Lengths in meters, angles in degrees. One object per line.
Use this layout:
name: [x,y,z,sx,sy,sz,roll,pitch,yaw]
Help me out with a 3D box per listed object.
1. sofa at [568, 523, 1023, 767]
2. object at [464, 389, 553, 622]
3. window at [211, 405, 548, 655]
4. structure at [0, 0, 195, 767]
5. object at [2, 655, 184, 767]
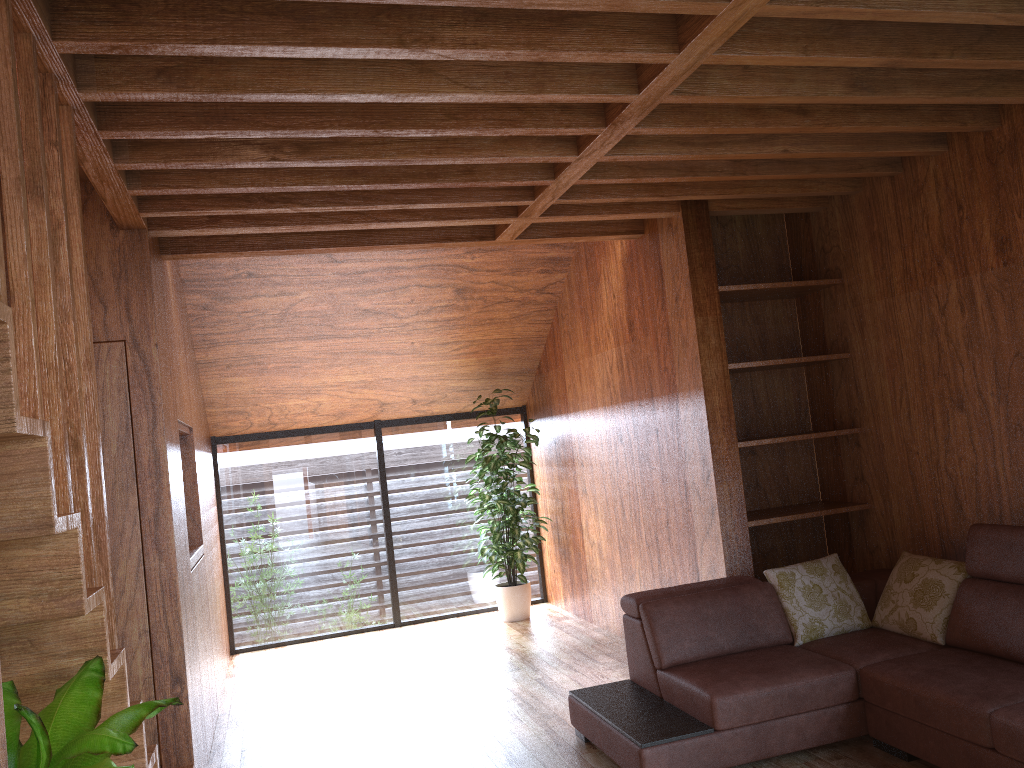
sofa: [1.351,0.949,2.906,1.707,0.759,2.495,-5,-4,-16]
object: [-0.043,0.871,6.497,0.639,1.689,0.677,-6,-3,-9]
window: [0.742,-0.953,0.176,4.122,5.129,13.912,-5,-4,-16]
structure: [-1.437,0.444,2.287,0.833,2.297,2.438,-5,-4,-16]
object: [-0.890,0.974,1.552,0.678,1.030,0.629,-5,-4,-26]
